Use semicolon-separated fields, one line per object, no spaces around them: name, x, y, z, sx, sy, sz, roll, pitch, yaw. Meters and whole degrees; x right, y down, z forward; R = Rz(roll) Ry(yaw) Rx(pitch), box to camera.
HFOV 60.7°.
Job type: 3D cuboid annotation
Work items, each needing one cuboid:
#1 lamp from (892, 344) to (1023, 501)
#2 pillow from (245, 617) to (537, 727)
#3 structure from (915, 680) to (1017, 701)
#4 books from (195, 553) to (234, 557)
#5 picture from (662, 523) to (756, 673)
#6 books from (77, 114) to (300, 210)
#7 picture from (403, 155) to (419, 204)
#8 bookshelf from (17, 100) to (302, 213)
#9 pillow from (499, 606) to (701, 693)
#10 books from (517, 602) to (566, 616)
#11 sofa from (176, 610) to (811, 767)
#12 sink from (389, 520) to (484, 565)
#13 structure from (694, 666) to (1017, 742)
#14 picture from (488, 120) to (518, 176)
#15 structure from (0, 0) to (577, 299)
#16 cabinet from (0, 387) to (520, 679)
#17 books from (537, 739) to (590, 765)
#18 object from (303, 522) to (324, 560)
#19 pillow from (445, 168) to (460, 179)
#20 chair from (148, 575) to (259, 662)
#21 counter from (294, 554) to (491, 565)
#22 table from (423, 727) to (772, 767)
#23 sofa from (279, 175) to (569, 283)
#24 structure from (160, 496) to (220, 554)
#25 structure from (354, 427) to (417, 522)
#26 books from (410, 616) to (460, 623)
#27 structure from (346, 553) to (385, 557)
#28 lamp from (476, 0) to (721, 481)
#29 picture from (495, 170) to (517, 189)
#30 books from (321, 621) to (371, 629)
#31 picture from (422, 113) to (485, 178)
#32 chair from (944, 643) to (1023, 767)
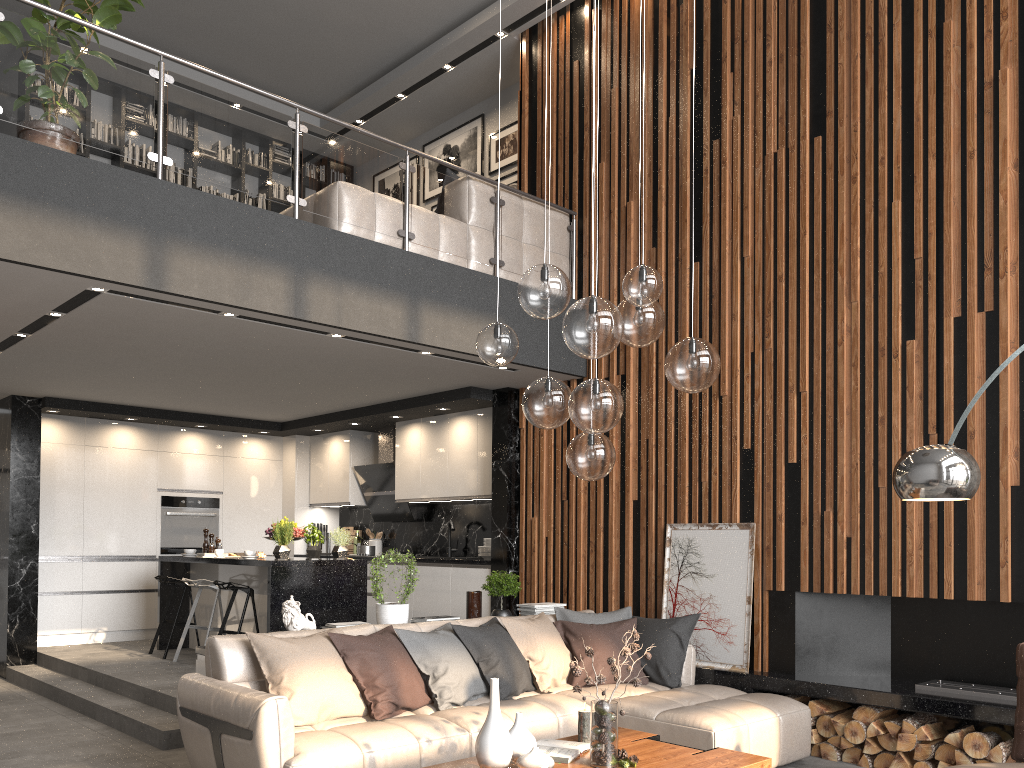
lamp;2.488;0.739;3.176;2.035;2.319;0.321;-2;-2;23
pillow;-0.528;1.617;5.001;1.957;0.494;0.545;10;-11;-44
structure;2.746;1.790;5.045;0.302;0.102;0.715;9;-13;-42
books;-2.744;1.582;8.098;0.325;0.038;0.173;10;-14;-43
picture;1.354;1.467;6.098;0.101;0.991;0.732;2;-4;-43
books;-3.267;-1.580;9.291;3.464;2.309;0.213;8;-6;-43
picture;-1.324;-1.956;9.861;0.025;0.986;0.876;2;-4;-43
bookshelf;-3.274;-1.535;9.296;3.547;2.494;0.249;7;-6;-43
pillow;0.554;1.792;5.875;1.384;0.543;0.771;3;-8;-13
books;0.222;1.723;6.558;0.335;0.149;0.201;9;-11;-42
sofa;0.076;1.786;4.905;3.270;0.811;1.888;10;-13;-43
sink;-0.726;1.626;8.717;0.501;0.542;1.119;5;-10;-43
structure;2.399;2.060;5.313;0.672;0.454;6.574;7;-12;-42
picture;-0.053;-2.305;8.518;0.025;0.407;0.507;2;-6;-43
structure;-2.149;-1.086;6.858;4.255;0.733;3.398;10;-14;-42
cabinet;-2.319;1.153;8.205;3.645;3.216;6.241;6;-10;-43
books;0.206;1.652;3.956;0.232;0.039;0.347;-4;-11;24
object;-1.653;1.309;7.291;0.179;0.310;0.173;3;-4;-32
pillow;-0.480;-1.239;7.296;0.761;0.541;1.403;2;-9;-13
chair;-2.680;2.066;7.665;0.436;0.731;1.739;4;-9;-43
counter;-1.132;1.822;9.122;0.615;0.040;3.479;10;-14;-42
table;0.320;1.806;3.725;1.464;0.351;0.903;10;-13;-43
sofa;-1.072;-1.033;7.186;2.295;0.774;2.302;9;-13;-42
structure;-3.733;1.596;9.845;0.659;0.627;0.655;6;-8;-43
structure;-1.346;0.982;9.523;0.415;1.023;0.741;3;-5;-43
books;-0.537;1.625;5.911;0.328;0.098;0.206;9;-12;-43
structure;-1.426;1.856;9.437;0.514;0.059;0.604;10;-14;-42
lamp;0.377;-2.091;3.821;1.233;4.962;1.235;-1;-2;44
picture;-0.012;-1.715;8.453;0.025;0.638;0.649;2;-5;-43
books;-1.016;1.545;5.466;0.351;0.099;0.195;10;-12;-43
picture;-0.624;-2.322;9.124;0.025;0.650;0.997;2;-6;-43
chair;2.212;1.441;3.121;1.482;0.891;1.462;3;-8;-16
